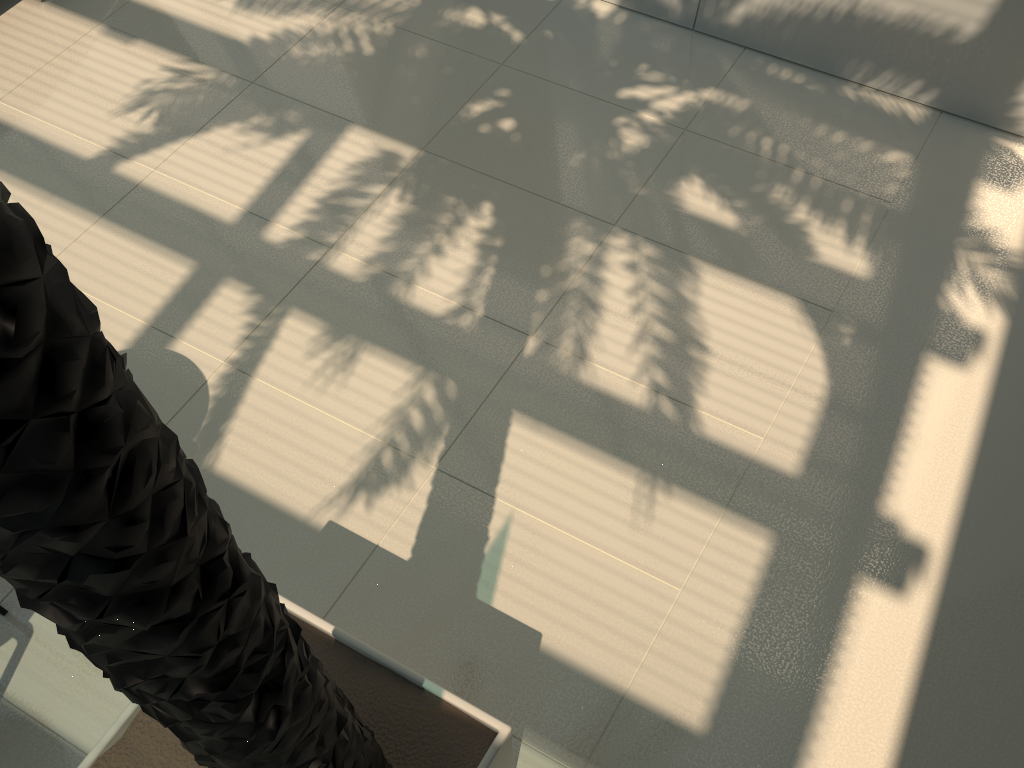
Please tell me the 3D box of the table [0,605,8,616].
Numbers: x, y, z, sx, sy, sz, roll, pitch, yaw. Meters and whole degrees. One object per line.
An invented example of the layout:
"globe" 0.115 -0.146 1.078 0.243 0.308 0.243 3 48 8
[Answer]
"table" -1.808 0.381 3.187 0.678 0.840 0.630 -11 57 -6
